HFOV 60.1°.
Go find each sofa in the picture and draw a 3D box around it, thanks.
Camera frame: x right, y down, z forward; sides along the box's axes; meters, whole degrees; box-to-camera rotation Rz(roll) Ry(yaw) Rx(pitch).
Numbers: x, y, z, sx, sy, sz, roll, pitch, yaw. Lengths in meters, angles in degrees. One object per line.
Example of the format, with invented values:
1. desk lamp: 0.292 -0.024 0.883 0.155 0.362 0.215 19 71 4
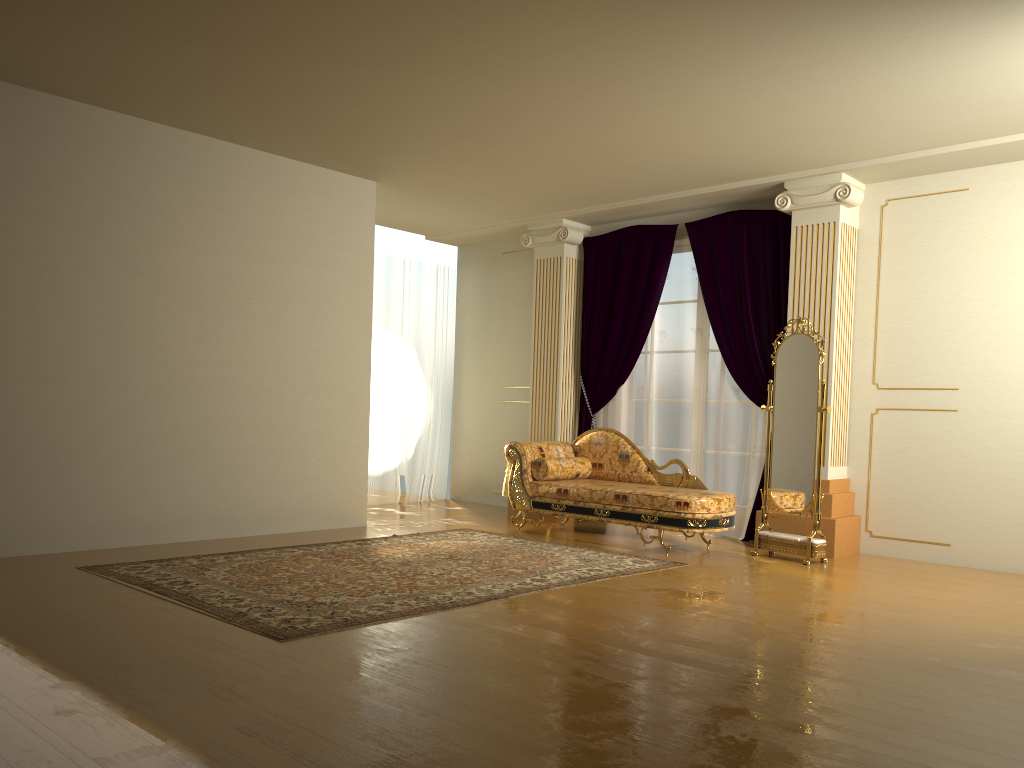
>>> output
1. sofa: 0.809 0.778 6.833 1.891 0.872 0.694 1 0 43

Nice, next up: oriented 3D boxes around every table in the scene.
1. table: 0.197 0.914 7.954 0.571 0.644 0.571 2 0 -2

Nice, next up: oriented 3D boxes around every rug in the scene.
1. rug: -0.649 1.105 5.406 2.114 0.017 3.081 0 -3 43

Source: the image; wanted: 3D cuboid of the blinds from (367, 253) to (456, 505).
1. blinds: -1.354 -0.040 8.772 2.167 2.510 0.163 2 2 -45

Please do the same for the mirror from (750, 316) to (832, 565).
1. mirror: 1.963 0.379 6.163 0.243 1.703 0.540 0 2 -37

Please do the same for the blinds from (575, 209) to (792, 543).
1. blinds: 1.448 -0.062 7.553 2.231 2.657 0.339 2 2 44
